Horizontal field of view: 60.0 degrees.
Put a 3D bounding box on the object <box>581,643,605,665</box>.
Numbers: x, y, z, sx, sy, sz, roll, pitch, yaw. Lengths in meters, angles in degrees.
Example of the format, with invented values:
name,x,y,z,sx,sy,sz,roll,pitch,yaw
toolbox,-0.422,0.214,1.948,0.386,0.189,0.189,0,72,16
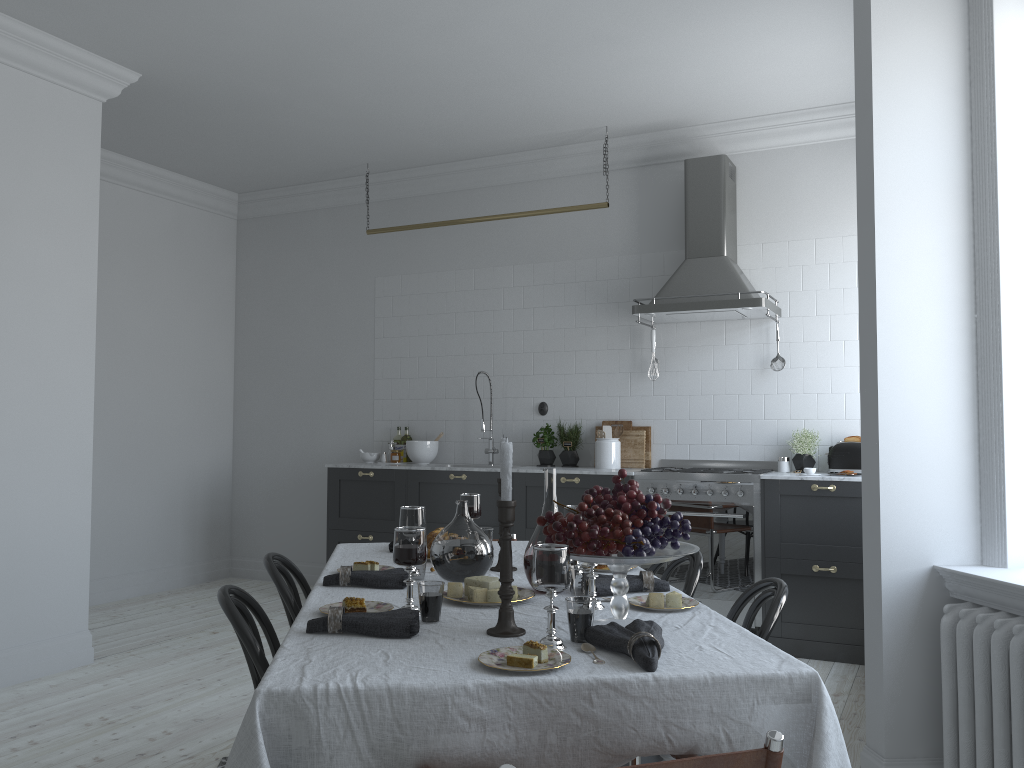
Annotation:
name,x,y,z,sx,sy,sz,roll,pitch,yaw
object,0.166,0.548,1.805,0.031,0.012,0.131,1,-3,-11

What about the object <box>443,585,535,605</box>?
name,x,y,z,sx,sy,sz,roll,pitch,yaw
object,-0.063,0.576,2.400,0.251,0.018,0.251,-1,-3,26

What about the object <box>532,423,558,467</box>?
name,x,y,z,sx,sy,sz,roll,pitch,yaw
object,0.236,0.437,6.373,0.172,0.311,0.179,-2,-4,37

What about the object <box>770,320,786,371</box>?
name,x,y,z,sx,sy,sz,roll,pitch,yaw
object,1.713,-0.246,5.715,0.101,0.331,0.030,-2,-4,36

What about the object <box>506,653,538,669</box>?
name,x,y,z,sx,sy,sz,roll,pitch,yaw
object,0.022,0.540,1.732,0.057,0.021,0.037,-1,-3,26

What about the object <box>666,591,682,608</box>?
name,x,y,z,sx,sy,sz,roll,pitch,yaw
object,0.416,0.562,2.323,0.040,0.039,0.077,0,-3,-4

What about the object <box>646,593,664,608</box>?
name,x,y,z,sx,sy,sz,roll,pitch,yaw
object,0.374,0.561,2.319,0.039,0.040,0.078,0,-3,1

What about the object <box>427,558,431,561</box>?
name,x,y,z,sx,sy,sz,roll,pitch,yaw
object,-0.244,0.614,3.172,0.251,0.018,0.251,-1,-3,26

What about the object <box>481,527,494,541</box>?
name,x,y,z,sx,sy,sz,roll,pitch,yaw
object,-0.101,0.580,3.273,0.066,0.094,0.066,-1,-3,15

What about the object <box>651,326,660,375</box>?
name,x,y,z,sx,sy,sz,roll,pitch,yaw
object,0.977,-0.229,6.085,0.066,0.332,0.024,-2,-3,31

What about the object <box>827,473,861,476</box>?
name,x,y,z,sx,sy,sz,roll,pitch,yaw
object,1.962,0.534,5.210,0.209,0.011,0.209,2,-3,-26

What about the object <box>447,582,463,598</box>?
name,x,y,z,sx,sy,sz,roll,pitch,yaw
object,-0.152,0.552,2.398,0.039,0.040,0.078,0,-3,1

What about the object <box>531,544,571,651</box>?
name,x,y,z,sx,sy,sz,roll,pitch,yaw
object,0.083,0.452,1.878,0.083,0.215,0.083,-2,-3,31

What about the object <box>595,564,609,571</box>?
name,x,y,z,sx,sy,sz,roll,pitch,yaw
object,0.293,0.590,2.914,0.057,0.041,0.038,1,-3,-22

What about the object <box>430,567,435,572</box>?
name,x,y,z,sx,sy,sz,roll,pitch,yaw
object,-0.188,0.589,2.877,0.167,0.031,0.031,2,-3,-29

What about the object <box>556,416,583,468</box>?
name,x,y,z,sx,sy,sz,roll,pitch,yaw
object,0.404,0.404,6.276,0.196,0.367,0.186,1,-3,-19

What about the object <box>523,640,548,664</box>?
name,x,y,z,sx,sy,sz,roll,pitch,yaw
object,0.046,0.533,1.767,0.021,0.037,0.057,3,-4,-43

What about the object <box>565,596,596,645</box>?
name,x,y,z,sx,sy,sz,roll,pitch,yaw
object,0.149,0.513,1.922,0.066,0.094,0.066,-1,-3,15

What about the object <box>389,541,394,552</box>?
name,x,y,z,sx,sy,sz,roll,pitch,yaw
object,-0.414,0.604,3.403,0.165,0.061,0.247,1,-3,-24

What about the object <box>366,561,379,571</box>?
name,x,y,z,sx,sy,sz,roll,pitch,yaw
object,-0.451,0.586,2.847,0.057,0.037,0.021,-3,-4,44

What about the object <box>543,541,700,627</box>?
name,x,y,z,sx,sy,sz,roll,pitch,yaw
object,0.252,0.473,2.072,0.367,0.188,0.367,1,-3,-23

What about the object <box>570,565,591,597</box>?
name,x,y,z,sx,sy,sz,roll,pitch,yaw
object,0.181,0.535,2.364,0.066,0.094,0.066,-2,-4,37

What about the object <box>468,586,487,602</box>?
name,x,y,z,sx,sy,sz,roll,pitch,yaw
object,-0.105,0.561,2.357,0.040,0.040,0.077,3,-4,-45

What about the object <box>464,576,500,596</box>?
name,x,y,z,sx,sy,sz,roll,pitch,yaw
object,-0.079,0.558,2.435,0.100,0.056,0.056,-3,-4,43

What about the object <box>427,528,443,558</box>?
name,x,y,z,sx,sy,sz,roll,pitch,yaw
object,-0.255,0.573,3.172,0.164,0.105,0.191,3,-4,-45

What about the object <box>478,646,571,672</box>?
name,x,y,z,sx,sy,sz,roll,pitch,yaw
object,0.025,0.544,1.743,0.182,0.013,0.182,-2,-4,36

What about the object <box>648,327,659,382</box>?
name,x,y,z,sx,sy,sz,roll,pitch,yaw
object,0.964,-0.207,6.054,0.074,0.381,0.076,0,-3,7

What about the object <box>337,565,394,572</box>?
name,x,y,z,sx,sy,sz,roll,pitch,yaw
object,-0.465,0.598,2.832,0.182,0.013,0.182,-2,-4,41

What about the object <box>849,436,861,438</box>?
name,x,y,z,sx,sy,sz,roll,pitch,yaw
object,2.120,0.375,5.481,0.107,0.110,0.010,-2,-3,31

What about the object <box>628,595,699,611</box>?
name,x,y,z,sx,sy,sz,roll,pitch,yaw
object,0.394,0.574,2.314,0.182,0.013,0.182,-1,-3,26

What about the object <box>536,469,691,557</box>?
name,x,y,z,sx,sy,sz,roll,pitch,yaw
object,0.246,0.308,2.070,0.347,0.215,0.318,1,-3,-12

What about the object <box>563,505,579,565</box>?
name,x,y,z,sx,sy,sz,roll,pitch,yaw
object,0.205,0.500,2.838,0.083,0.215,0.083,-2,-3,31

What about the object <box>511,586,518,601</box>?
name,x,y,z,sx,sy,sz,roll,pitch,yaw
object,-0.001,0.562,2.406,0.039,0.040,0.077,0,-3,6

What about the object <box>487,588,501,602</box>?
name,x,y,z,sx,sy,sz,roll,pitch,yaw
object,-0.048,0.563,2.367,0.040,0.039,0.077,0,-3,-4

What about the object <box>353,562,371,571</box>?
name,x,y,z,sx,sy,sz,roll,pitch,yaw
object,-0.479,0.585,2.830,0.057,0.037,0.021,-1,-3,16

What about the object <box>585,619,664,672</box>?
name,x,y,z,sx,sy,sz,roll,pitch,yaw
object,0.280,0.527,1.824,0.165,0.061,0.247,1,-3,-24

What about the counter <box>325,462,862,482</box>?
name,x,y,z,sx,sy,sz,roll,pitch,yaw
counter,0.496,0.586,6.025,3.902,0.020,0.624,-1,-3,26

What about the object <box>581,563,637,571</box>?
name,x,y,z,sx,sy,sz,roll,pitch,yaw
object,0.322,0.605,2.931,0.182,0.013,0.182,-1,-3,26

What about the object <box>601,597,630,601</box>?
name,x,y,z,sx,sy,sz,roll,pitch,yaw
object,0.300,0.578,2.395,0.131,0.012,0.031,1,-3,-21

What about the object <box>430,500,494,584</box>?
name,x,y,z,sx,sy,sz,roll,pitch,yaw
object,-0.151,0.477,2.692,0.194,0.245,0.194,0,-3,9

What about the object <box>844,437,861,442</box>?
name,x,y,z,sx,sy,sz,roll,pitch,yaw
object,2.080,0.376,5.414,0.107,0.110,0.010,-2,-3,31

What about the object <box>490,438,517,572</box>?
name,x,y,z,sx,sy,sz,roll,pitch,yaw
object,-0.027,0.393,2.911,0.089,0.432,0.089,3,-4,-41

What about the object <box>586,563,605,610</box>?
name,x,y,z,sx,sy,sz,roll,pitch,yaw
object,0.209,0.473,2.299,0.083,0.215,0.083,-1,-3,21

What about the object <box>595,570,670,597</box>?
name,x,y,z,sx,sy,sz,roll,pitch,yaw
object,0.309,0.563,2.546,0.247,0.061,0.165,1,-3,-24

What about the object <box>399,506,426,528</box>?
name,x,y,z,sx,sy,sz,roll,pitch,yaw
object,-0.314,0.497,2.805,0.083,0.215,0.083,-2,-3,31

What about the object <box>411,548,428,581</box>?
name,x,y,z,sx,sy,sz,roll,pitch,yaw
object,-0.289,0.551,2.709,0.066,0.094,0.066,-1,-3,15

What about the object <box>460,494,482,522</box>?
name,x,y,z,sx,sy,sz,roll,pitch,yaw
object,-0.157,0.525,3.354,0.083,0.215,0.083,-2,-3,31

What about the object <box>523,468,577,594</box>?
name,x,y,z,sx,sy,sz,roll,pitch,yaw
object,0.109,0.416,2.525,0.152,0.352,0.152,1,-3,-13

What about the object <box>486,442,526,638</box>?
name,x,y,z,sx,sy,sz,roll,pitch,yaw
object,-0.013,0.347,2.015,0.089,0.432,0.089,3,-4,-41

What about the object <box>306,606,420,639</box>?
name,x,y,z,sx,sy,sz,roll,pitch,yaw
object,-0.323,0.533,1.987,0.247,0.061,0.165,1,-3,-24
